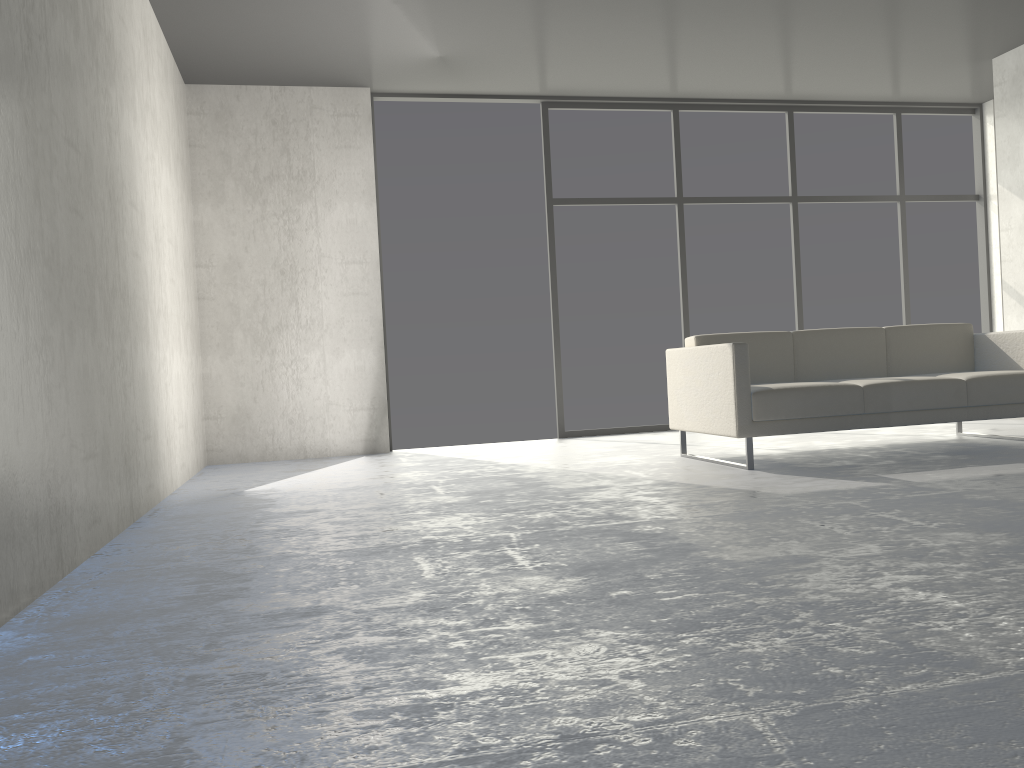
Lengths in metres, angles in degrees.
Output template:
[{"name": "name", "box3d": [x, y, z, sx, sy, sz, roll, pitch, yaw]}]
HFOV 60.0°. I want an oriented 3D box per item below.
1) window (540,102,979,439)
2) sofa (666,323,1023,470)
[{"name": "window", "box3d": [2.263, -0.942, 6.969, 4.080, 2.477, 0.037, -3, 1, -13]}, {"name": "sofa", "box3d": [1.856, 0.021, 4.659, 1.881, 0.658, 0.821, -3, 1, -13]}]
